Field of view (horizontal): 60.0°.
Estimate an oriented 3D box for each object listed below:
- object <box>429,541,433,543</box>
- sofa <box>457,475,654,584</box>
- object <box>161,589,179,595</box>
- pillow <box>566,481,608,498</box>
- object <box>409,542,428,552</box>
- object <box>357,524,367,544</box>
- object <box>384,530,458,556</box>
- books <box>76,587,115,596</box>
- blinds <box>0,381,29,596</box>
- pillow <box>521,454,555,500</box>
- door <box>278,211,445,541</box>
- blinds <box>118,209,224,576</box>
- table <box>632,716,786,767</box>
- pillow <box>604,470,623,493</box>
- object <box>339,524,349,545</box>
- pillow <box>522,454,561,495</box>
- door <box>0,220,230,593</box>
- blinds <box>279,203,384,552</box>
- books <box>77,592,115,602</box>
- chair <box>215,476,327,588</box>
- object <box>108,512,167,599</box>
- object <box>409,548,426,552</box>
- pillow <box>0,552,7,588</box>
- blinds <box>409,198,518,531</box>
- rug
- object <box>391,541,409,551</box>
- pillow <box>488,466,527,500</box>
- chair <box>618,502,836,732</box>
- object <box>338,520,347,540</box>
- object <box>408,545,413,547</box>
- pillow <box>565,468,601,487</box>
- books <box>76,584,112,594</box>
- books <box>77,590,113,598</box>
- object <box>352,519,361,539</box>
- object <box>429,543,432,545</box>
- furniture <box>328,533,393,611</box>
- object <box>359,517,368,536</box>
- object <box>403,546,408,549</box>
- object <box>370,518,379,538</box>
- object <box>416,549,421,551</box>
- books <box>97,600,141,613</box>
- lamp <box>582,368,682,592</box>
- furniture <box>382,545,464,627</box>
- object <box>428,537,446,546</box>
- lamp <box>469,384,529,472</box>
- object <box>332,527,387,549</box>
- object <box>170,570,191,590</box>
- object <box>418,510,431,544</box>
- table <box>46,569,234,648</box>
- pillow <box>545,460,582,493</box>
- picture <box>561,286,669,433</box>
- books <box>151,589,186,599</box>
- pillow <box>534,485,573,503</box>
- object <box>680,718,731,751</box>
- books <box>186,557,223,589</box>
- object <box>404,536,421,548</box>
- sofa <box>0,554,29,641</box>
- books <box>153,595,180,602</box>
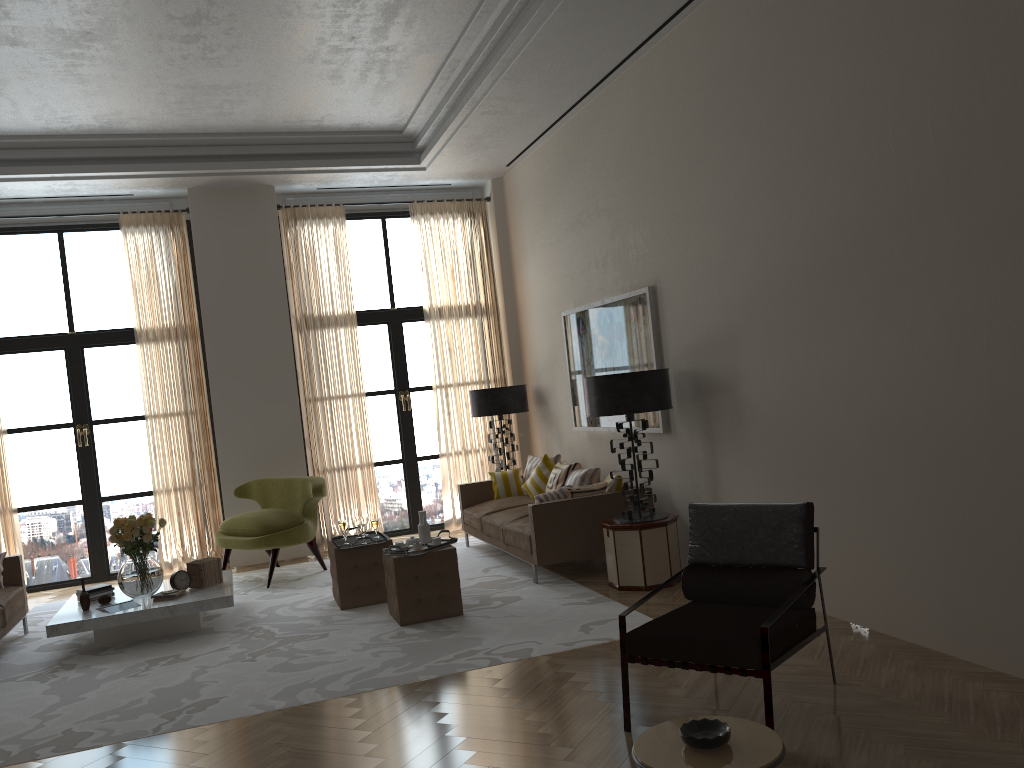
[{"bbox_3d":[-0.761,1.479,8.262,0.049,0.026,0.053,-6,0,39],"label":"object"},{"bbox_3d":[0.400,1.602,10.416,1.350,0.820,2.981,-6,0,-18],"label":"sofa"},{"bbox_3d":[-3.282,1.990,8.504,0.138,0.019,0.137,-6,0,-34],"label":"object"},{"bbox_3d":[0.763,1.248,9.267,0.464,0.412,0.304,-6,1,-20],"label":"pillow"},{"bbox_3d":[-0.845,1.465,7.980,0.176,0.067,0.176,-6,0,-16],"label":"object"},{"bbox_3d":[-1.465,1.480,8.732,0.098,0.192,0.098,-6,1,-18],"label":"object"},{"bbox_3d":[-0.837,1.458,8.152,0.441,0.101,0.719,-6,0,36],"label":"object"},{"bbox_3d":[-4.146,2.062,8.817,0.230,0.025,0.280,-6,0,37],"label":"books"},{"bbox_3d":[-6.787,0.381,11.146,0.780,4.889,0.419,-6,1,-16],"label":"blinds"},{"bbox_3d":[0.412,1.192,11.158,0.768,0.617,0.355,-6,1,26],"label":"pillow"},{"bbox_3d":[-1.632,-0.155,13.044,3.083,4.770,0.240,-6,1,-18],"label":"door"},{"bbox_3d":[-4.524,0.137,11.875,0.873,4.877,0.418,-6,1,-15],"label":"blinds"},{"bbox_3d":[0.783,1.666,3.441,0.585,0.547,0.583,-6,1,22],"label":"table"},{"bbox_3d":[1.048,1.186,9.452,0.296,0.476,0.515,-6,1,3],"label":"pillow"},{"bbox_3d":[-1.663,1.501,8.832,0.098,0.192,0.098,-6,1,8],"label":"object"},{"bbox_3d":[0.367,1.216,11.561,0.355,0.576,0.624,-7,1,-39],"label":"pillow"},{"bbox_3d":[-5.695,0.274,11.734,3.255,4.770,0.240,-6,1,-18],"label":"door"},{"bbox_3d":[-2.539,-0.072,12.516,0.959,4.877,0.419,-6,1,-16],"label":"blinds"},{"bbox_3d":[-4.139,2.116,8.818,0.207,0.035,0.280,-6,0,39],"label":"books"},{"bbox_3d":[-3.005,1.796,10.825,1.793,1.214,1.027,-6,1,40],"label":"chair"},{"bbox_3d":[-3.633,1.685,8.690,0.539,0.822,0.627,-6,1,-22],"label":"object"},{"bbox_3d":[-0.843,1.486,7.914,0.187,0.015,0.041,-6,0,-31],"label":"object"},{"bbox_3d":[-5.308,1.891,8.856,0.497,0.428,0.327,-6,1,-30],"label":"pillow"},{"bbox_3d":[-0.668,-0.269,13.118,1.241,4.877,0.418,-6,1,-16],"label":"blinds"},{"bbox_3d":[-2.239,2.246,8.766,5.512,0.065,5.734,-6,0,-18],"label":"rug"},{"bbox_3d":[-1.021,1.472,8.055,0.175,0.067,0.176,-6,0,-42],"label":"object"},{"bbox_3d":[-0.047,1.322,11.584,0.482,0.433,0.318,-6,1,-8],"label":"pillow"},{"bbox_3d":[1.259,1.321,5.165,0.878,1.136,1.132,-6,1,37],"label":"chair"},{"bbox_3d":[-1.746,1.511,9.169,0.098,0.192,0.098,-7,1,-35],"label":"object"},{"bbox_3d":[-0.859,1.475,8.079,0.186,0.026,0.041,-6,0,-10],"label":"object"},{"bbox_3d":[0.794,1.252,10.283,0.370,0.566,0.660,-6,1,-23],"label":"pillow"},{"bbox_3d":[-4.152,2.035,8.807,0.207,0.030,0.259,-6,0,39],"label":"books"},{"bbox_3d":[-4.141,2.086,8.805,0.207,0.025,0.262,-6,0,35],"label":"books"},{"bbox_3d":[-1.593,1.495,9.143,0.098,0.192,0.098,-6,1,-18],"label":"object"},{"bbox_3d":[-0.730,1.477,8.244,0.041,0.015,0.187,-6,0,24],"label":"object"},{"bbox_3d":[-1.517,1.894,9.015,0.613,0.616,0.614,-6,1,-18],"label":"furniture"},{"bbox_3d":[-1.539,1.490,9.275,0.098,0.192,0.098,-6,1,29],"label":"object"},{"bbox_3d":[-0.967,1.485,8.015,0.052,0.027,0.080,-6,0,29],"label":"object"},{"bbox_3d":[-1.392,1.473,9.051,0.098,0.192,0.098,-6,1,8],"label":"object"},{"bbox_3d":[-0.829,1.483,7.881,0.053,0.026,0.049,-6,0,-16],"label":"object"},{"bbox_3d":[-3.685,2.072,8.287,0.384,0.038,0.280,-6,0,45],"label":"books"},{"bbox_3d":[1.189,0.897,8.489,0.829,2.020,0.830,-6,1,-17],"label":"lamp"},{"bbox_3d":[-0.828,1.817,8.155,0.613,0.616,0.614,-6,1,-18],"label":"furniture"},{"bbox_3d":[-0.695,1.451,8.188,0.176,0.067,0.176,-6,0,-19],"label":"object"},{"bbox_3d":[-0.099,1.053,12.518,0.829,2.020,0.830,-6,1,-13],"label":"lamp"},{"bbox_3d":[-1.558,1.550,9.001,0.490,0.092,0.802,-6,0,-18],"label":"object"},{"bbox_3d":[-3.271,1.942,8.749,0.082,0.209,0.204,-5,1,33],"label":"object"},{"bbox_3d":[-0.832,1.347,8.336,0.113,0.305,0.125,-6,1,19],"label":"object"},{"bbox_3d":[-3.571,2.251,8.766,1.582,0.343,1.501,-6,0,-18],"label":"table"},{"bbox_3d":[0.614,1.208,10.626,0.403,0.547,0.617,-6,1,-15],"label":"pillow"},{"bbox_3d":[1.101,-0.200,9.969,0.080,1.481,2.268,-7,0,-19],"label":"picture"},{"bbox_3d":[-3.290,2.012,8.495,0.255,0.026,0.202,-6,0,7],"label":"books"},{"bbox_3d":[0.405,1.282,9.189,0.497,0.428,0.327,-6,1,-30],"label":"pillow"},{"bbox_3d":[0.750,1.363,3.436,0.193,0.064,0.193,-6,0,5],"label":"object"},{"bbox_3d":[-3.091,1.898,8.917,0.211,0.265,0.281,-6,1,32],"label":"books"},{"bbox_3d":[-0.921,1.456,8.213,0.176,0.105,0.136,-6,0,-22],"label":"object"},{"bbox_3d":[-5.237,2.191,7.644,1.350,0.820,2.981,-6,0,-18],"label":"sofa"},{"bbox_3d":[-3.297,2.037,8.492,0.197,0.025,0.256,-6,0,0],"label":"books"}]
